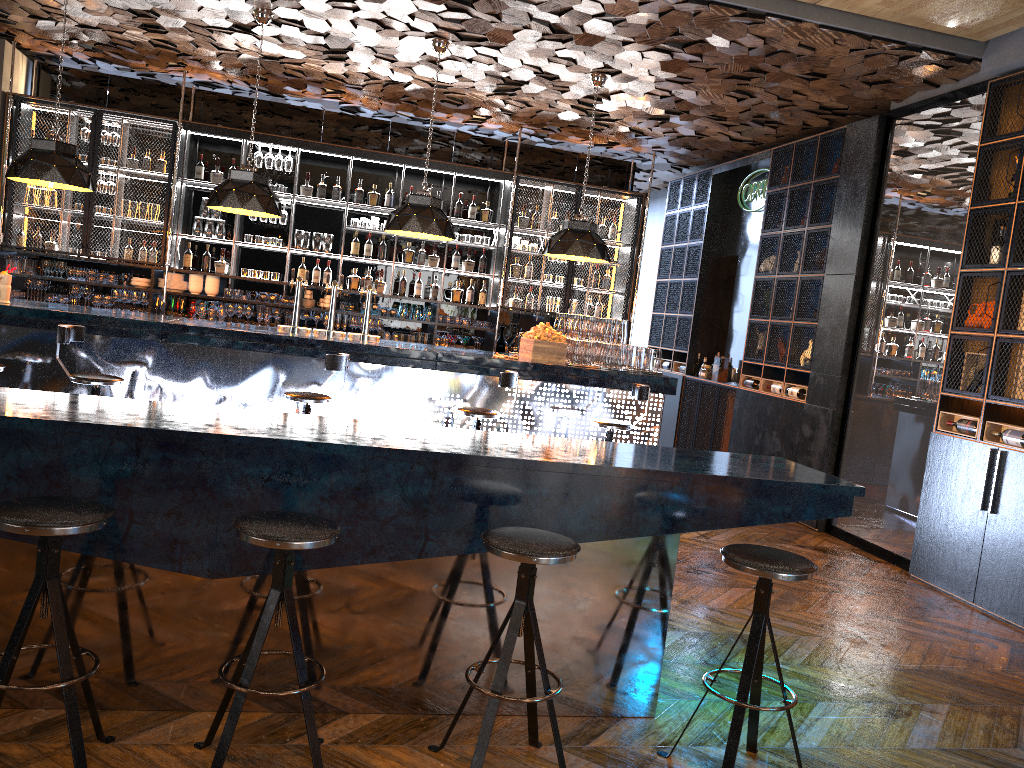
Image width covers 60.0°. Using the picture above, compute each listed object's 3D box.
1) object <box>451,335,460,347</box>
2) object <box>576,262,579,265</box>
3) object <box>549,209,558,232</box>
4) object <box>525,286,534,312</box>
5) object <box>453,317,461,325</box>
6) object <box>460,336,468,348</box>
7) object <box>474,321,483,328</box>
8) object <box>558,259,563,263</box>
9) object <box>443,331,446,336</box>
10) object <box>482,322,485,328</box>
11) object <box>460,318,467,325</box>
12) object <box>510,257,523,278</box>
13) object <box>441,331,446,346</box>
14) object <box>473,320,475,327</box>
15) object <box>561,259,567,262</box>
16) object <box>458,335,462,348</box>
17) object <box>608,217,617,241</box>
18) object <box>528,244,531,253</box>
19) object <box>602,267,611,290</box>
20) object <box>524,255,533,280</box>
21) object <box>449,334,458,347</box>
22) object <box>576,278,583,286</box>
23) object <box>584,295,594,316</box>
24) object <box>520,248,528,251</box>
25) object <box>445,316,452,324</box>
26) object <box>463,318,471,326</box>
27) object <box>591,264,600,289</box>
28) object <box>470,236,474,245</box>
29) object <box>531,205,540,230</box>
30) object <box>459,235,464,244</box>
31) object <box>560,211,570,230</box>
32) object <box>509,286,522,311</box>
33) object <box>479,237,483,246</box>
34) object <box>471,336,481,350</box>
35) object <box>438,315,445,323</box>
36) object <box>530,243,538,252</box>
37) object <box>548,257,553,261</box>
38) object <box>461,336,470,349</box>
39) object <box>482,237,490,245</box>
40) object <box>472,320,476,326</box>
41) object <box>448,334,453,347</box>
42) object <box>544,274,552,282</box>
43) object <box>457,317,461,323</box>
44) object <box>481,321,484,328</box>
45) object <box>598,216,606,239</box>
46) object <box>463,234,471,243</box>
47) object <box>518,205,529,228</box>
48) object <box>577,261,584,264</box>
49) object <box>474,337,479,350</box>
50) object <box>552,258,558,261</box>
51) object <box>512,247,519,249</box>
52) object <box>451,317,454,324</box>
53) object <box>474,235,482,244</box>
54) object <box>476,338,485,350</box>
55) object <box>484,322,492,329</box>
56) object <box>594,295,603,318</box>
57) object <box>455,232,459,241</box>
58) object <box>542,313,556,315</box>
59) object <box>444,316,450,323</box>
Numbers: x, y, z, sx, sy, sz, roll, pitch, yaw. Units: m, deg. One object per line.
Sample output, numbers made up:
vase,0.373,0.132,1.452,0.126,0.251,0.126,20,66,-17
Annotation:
object,-0.643,-0.472,9.977,0.106,0.148,0.106,7,4,5
object,0.773,-1.529,10.437,0.092,0.244,0.092,5,5,-19
object,0.484,-1.883,10.259,0.083,0.282,0.083,6,5,-13
object,0.206,-0.983,10.293,0.086,0.299,0.086,10,5,35
object,-0.616,-0.703,9.929,0.084,0.082,0.084,7,4,4
object,-0.556,-0.472,10.119,0.106,0.148,0.106,8,5,15
object,-0.381,-0.677,10.023,0.088,0.070,0.098,9,5,22
object,0.577,-1.549,10.391,0.092,0.244,0.092,5,5,-19
object,-0.779,-0.515,10.158,0.089,0.174,0.089,10,6,37
object,-0.296,-0.672,10.092,0.098,0.070,0.088,8,5,14
object,-0.540,-0.704,10.047,0.084,0.082,0.084,6,4,-7
object,0.051,-1.336,10.217,0.151,0.248,0.094,7,4,-4
object,-0.772,-0.506,10.060,0.089,0.174,0.089,10,6,37
object,-0.401,-0.686,10.118,0.088,0.070,0.098,8,4,10
object,0.613,-1.532,10.231,0.092,0.244,0.092,5,5,-19
object,-0.584,-0.484,10.230,0.106,0.148,0.106,9,5,26
object,1.191,-1.820,10.454,0.086,0.298,0.086,11,6,40
object,0.236,-1.575,10.338,0.089,0.092,0.089,8,4,12
object,1.122,-1.244,10.471,0.083,0.282,0.083,7,4,-3
object,0.200,-1.347,10.264,0.086,0.298,0.086,10,5,35
object,-0.667,-0.483,10.091,0.106,0.148,0.106,8,5,19
object,0.786,-1.182,10.357,0.089,0.092,0.089,4,5,-29
object,0.908,-0.902,10.458,0.083,0.282,0.083,5,5,-28
object,0.141,-1.573,10.160,0.089,0.092,0.089,8,4,12
object,-0.711,-0.713,9.908,0.084,0.082,0.084,6,4,-12
object,-0.501,-0.692,9.956,0.084,0.082,0.084,4,5,-31
object,0.991,-1.267,10.442,0.086,0.299,0.086,10,5,35
object,-0.455,-1.646,10.161,0.089,0.092,0.089,5,5,-28
object,0.278,-1.911,10.212,0.086,0.297,0.086,10,5,35
object,-0.562,-1.659,10.161,0.089,0.092,0.089,5,5,-28
object,0.634,-1.865,10.296,0.123,0.279,0.123,6,4,-10
object,0.044,-0.987,10.239,0.123,0.279,0.123,5,5,-24
object,-0.352,-1.636,10.198,0.089,0.092,0.089,9,5,26
object,-0.424,-0.469,10.260,0.107,0.152,0.107,6,4,-7
object,-0.790,-0.721,9.892,0.084,0.082,0.084,5,5,-21
object,0.250,-1.561,10.174,0.089,0.092,0.089,10,6,37
object,0.470,-1.560,10.365,0.092,0.244,0.092,5,5,-19
object,-0.530,-0.460,10.006,0.106,0.148,0.106,7,4,-4
object,-0.293,-1.617,10.045,0.089,0.092,0.089,5,5,-28
object,-0.420,-0.696,10.215,0.088,0.070,0.098,4,5,-29
object,-0.695,-0.496,10.205,0.106,0.148,0.106,7,4,5
object,0.412,-1.217,10.226,0.089,0.092,0.089,4,5,-29
object,-0.620,-0.711,10.028,0.084,0.082,0.084,8,5,14
object,-0.319,-0.682,10.192,0.088,0.070,0.098,10,5,33
object,1.060,-1.823,10.396,0.083,0.282,0.083,7,4,2
object,-0.510,-1.642,10.026,0.089,0.092,0.089,6,5,-14
object,0.135,-1.914,10.162,0.123,0.279,0.123,7,4,-5
object,0.809,-1.512,10.277,0.092,0.244,0.092,5,5,-19
object,-0.392,-0.455,10.135,0.107,0.152,0.107,7,4,1
object,0.506,-1.543,10.205,0.092,0.244,0.092,5,5,-19
object,0.045,-1.581,10.112,0.089,0.092,0.089,8,4,12
object,-0.661,-0.723,10.117,0.084,0.082,0.084,6,5,-16
object,-0.389,-1.626,10.016,0.089,0.092,0.089,9,5,26
object,-0.365,-0.443,10.022,0.107,0.152,0.107,8,4,12
object,-0.272,-0.662,9.998,0.088,0.070,0.098,7,4,-3
object,1.027,-0.898,10.499,0.086,0.298,0.086,10,5,35
object,-0.643,-1.653,9.964,0.089,0.092,0.089,5,5,-28
object,0.572,-0.800,10.336,0.437,0.019,0.273,6,5,-13
object,-0.726,-0.722,10.006,0.084,0.082,0.084,7,4,4
